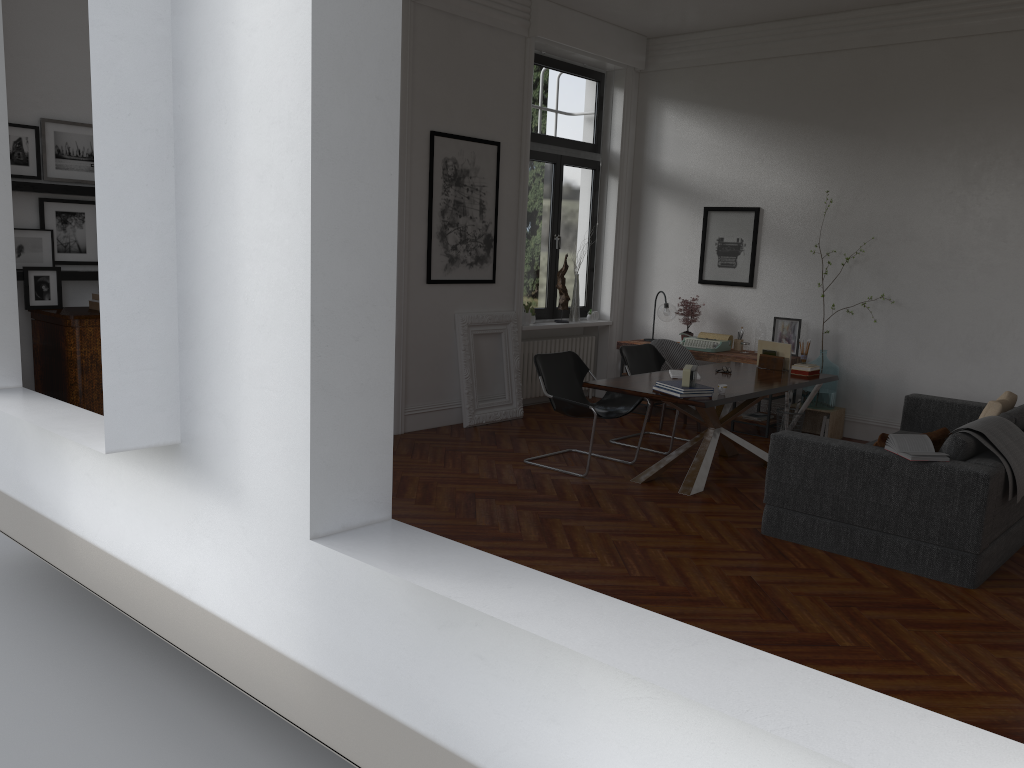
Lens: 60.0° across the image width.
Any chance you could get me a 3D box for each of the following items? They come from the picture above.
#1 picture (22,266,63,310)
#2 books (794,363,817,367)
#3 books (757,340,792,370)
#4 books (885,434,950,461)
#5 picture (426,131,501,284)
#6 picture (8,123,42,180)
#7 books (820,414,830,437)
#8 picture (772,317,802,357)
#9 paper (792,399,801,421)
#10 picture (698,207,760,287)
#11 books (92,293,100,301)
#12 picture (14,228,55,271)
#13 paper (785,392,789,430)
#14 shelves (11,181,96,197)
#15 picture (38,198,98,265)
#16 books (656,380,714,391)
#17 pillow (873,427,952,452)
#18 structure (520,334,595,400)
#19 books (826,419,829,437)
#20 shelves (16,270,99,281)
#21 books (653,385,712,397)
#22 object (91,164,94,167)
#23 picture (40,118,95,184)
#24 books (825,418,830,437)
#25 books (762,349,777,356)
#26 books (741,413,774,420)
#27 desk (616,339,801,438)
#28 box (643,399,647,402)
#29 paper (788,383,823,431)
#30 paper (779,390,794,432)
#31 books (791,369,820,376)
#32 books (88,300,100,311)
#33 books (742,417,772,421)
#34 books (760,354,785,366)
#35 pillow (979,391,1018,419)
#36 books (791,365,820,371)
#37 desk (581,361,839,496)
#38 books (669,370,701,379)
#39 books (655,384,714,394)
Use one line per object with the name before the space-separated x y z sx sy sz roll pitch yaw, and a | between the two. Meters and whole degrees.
picture | -2.843 -0.581 5.374 0.020 0.258 0.213 11 13 41
books | 2.469 -0.161 7.462 0.128 0.008 0.159 11 12 42
books | 2.280 -0.252 7.713 0.309 0.240 0.043 11 13 40
books | 2.268 0.351 4.964 0.225 0.096 0.277 1 9 -7
picture | -0.437 -1.587 8.143 0.035 1.328 0.881 11 13 41
picture | -2.961 -1.391 5.294 0.020 0.316 0.266 11 13 41
books | 3.006 0.419 8.467 0.054 0.258 0.187 12 13 41
picture | 2.730 -0.473 8.833 0.282 0.371 0.022 11 13 41
paper | 2.699 0.334 8.489 0.126 0.390 0.026 -2 11 -26
picture | 2.280 -1.448 9.335 0.632 0.819 0.050 11 13 41
books | -2.468 -0.544 5.577 0.254 0.044 0.239 10 12 41
picture | -2.949 -0.818 5.401 0.020 0.254 0.299 11 13 41
paper | 2.586 0.310 8.342 0.073 0.480 0.033 0 10 -12
shelves | -2.537 -1.225 5.710 0.157 0.055 1.512 10 12 41
picture | -2.780 -0.957 5.600 0.020 0.408 0.373 11 13 41
books | 1.198 0.011 6.161 0.250 0.017 0.343 -1 10 -23
pillow | 2.339 0.439 5.296 0.470 0.398 0.329 1 10 -11
structure | 0.433 -0.124 9.831 0.225 0.781 1.451 11 13 41
books | 3.033 0.438 8.435 0.012 0.233 0.169 11 13 41
shelves | -2.560 -0.709 5.803 0.155 0.055 1.512 10 12 41
books | 1.182 0.049 6.170 0.264 0.027 0.346 -1 10 -23
object | -2.589 -1.374 5.633 0.040 0.261 0.174 11 13 41
picture | -2.724 -1.448 5.552 0.020 0.369 0.415 11 13 41
books | 3.023 0.436 8.443 0.012 0.233 0.169 11 13 41
books | 2.236 -0.218 7.700 0.128 0.158 0.040 11 13 41
books | 2.418 0.315 8.721 0.267 0.014 0.195 -4 11 -37
desk | 1.987 0.013 9.182 1.794 0.760 0.646 10 12 41
box | 1.432 0.114 9.596 0.295 0.083 0.317 10 12 41
paper | 2.726 0.244 8.317 0.330 0.612 0.047 6 11 21
paper | 2.642 0.213 8.498 0.047 0.628 0.293 9 12 34
books | 2.465 -0.105 7.446 0.159 0.040 0.215 11 12 43
books | -2.467 -0.493 5.581 0.229 0.057 0.294 10 12 41
books | 2.417 0.330 8.724 0.196 0.014 0.267 10 12 40
books | 2.236 -0.186 7.643 0.220 0.125 0.028 11 13 41
pillow | 3.443 0.289 6.375 0.225 0.462 0.485 11 13 40
books | 2.469 -0.139 7.449 0.163 0.029 0.207 10 12 39
desk | 1.612 0.328 7.020 1.027 0.754 2.223 11 12 41
books | 1.369 -0.073 7.022 0.231 0.026 0.324 4 9 6
books | 1.197 0.028 6.164 0.250 0.017 0.343 -1 10 -23
